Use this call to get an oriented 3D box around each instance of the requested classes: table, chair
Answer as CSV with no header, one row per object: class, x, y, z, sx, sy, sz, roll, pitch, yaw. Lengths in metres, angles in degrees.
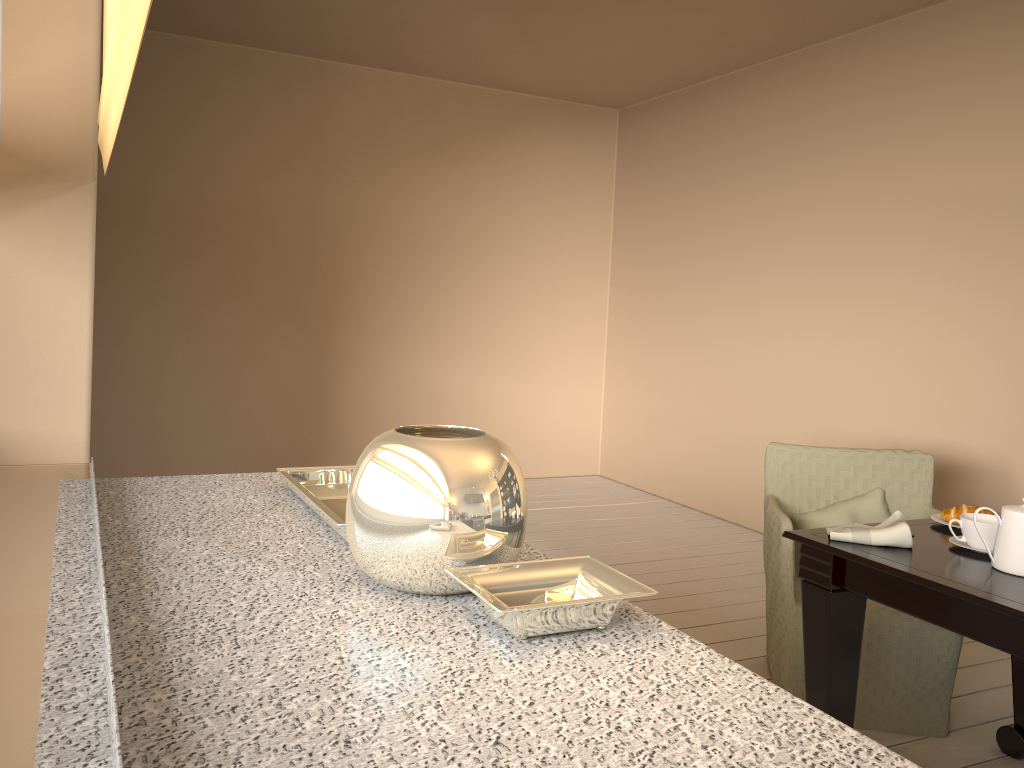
table,1.479,0.774,1.446,0.918,0.652,1.996,1,5,-26
chair,1.065,0.621,2.748,0.564,0.800,0.562,3,3,10

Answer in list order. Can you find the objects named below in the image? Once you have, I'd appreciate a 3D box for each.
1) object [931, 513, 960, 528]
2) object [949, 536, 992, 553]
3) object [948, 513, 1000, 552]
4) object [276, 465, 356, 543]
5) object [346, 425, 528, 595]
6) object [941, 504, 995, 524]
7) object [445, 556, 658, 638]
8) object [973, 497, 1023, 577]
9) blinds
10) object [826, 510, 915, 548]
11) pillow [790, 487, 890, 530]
object,1.169,0.357,2.249,0.195,0.014,0.194,7,6,39
object,1.084,0.373,2.026,0.154,0.012,0.154,5,5,24
object,1.082,0.343,2.022,0.125,0.069,0.116,0,5,-33
object,-0.224,0.197,1.528,0.274,0.034,0.447,0,5,-26
object,-0.097,0.159,1.157,0.235,0.195,0.236,2,4,-9
object,1.170,0.333,2.260,0.138,0.051,0.062,2,4,-7
object,0.041,0.247,1.008,0.197,0.048,0.153,0,5,-26
object,1.082,0.315,1.860,0.198,0.155,0.118,1,4,-20
blinds,-0.023,-0.636,0.167,0.022,0.781,3.558,1,5,-26
object,0.844,0.330,2.094,0.197,0.063,0.205,5,5,26
pillow,1.098,0.484,2.848,0.316,0.294,0.248,2,4,-13
